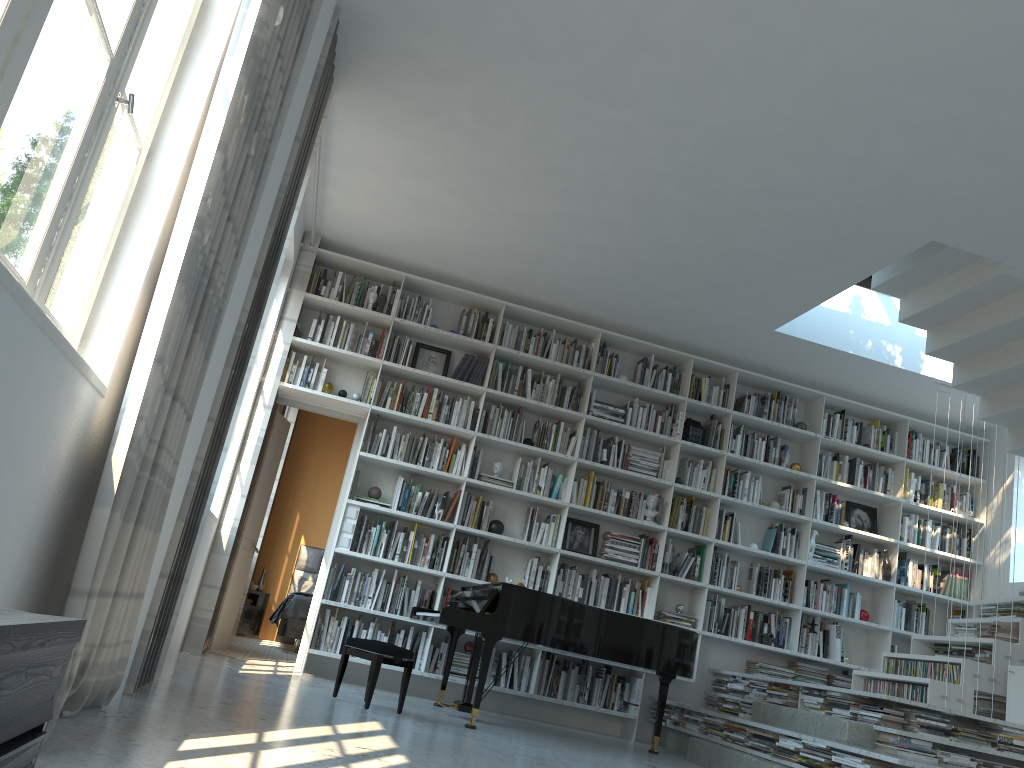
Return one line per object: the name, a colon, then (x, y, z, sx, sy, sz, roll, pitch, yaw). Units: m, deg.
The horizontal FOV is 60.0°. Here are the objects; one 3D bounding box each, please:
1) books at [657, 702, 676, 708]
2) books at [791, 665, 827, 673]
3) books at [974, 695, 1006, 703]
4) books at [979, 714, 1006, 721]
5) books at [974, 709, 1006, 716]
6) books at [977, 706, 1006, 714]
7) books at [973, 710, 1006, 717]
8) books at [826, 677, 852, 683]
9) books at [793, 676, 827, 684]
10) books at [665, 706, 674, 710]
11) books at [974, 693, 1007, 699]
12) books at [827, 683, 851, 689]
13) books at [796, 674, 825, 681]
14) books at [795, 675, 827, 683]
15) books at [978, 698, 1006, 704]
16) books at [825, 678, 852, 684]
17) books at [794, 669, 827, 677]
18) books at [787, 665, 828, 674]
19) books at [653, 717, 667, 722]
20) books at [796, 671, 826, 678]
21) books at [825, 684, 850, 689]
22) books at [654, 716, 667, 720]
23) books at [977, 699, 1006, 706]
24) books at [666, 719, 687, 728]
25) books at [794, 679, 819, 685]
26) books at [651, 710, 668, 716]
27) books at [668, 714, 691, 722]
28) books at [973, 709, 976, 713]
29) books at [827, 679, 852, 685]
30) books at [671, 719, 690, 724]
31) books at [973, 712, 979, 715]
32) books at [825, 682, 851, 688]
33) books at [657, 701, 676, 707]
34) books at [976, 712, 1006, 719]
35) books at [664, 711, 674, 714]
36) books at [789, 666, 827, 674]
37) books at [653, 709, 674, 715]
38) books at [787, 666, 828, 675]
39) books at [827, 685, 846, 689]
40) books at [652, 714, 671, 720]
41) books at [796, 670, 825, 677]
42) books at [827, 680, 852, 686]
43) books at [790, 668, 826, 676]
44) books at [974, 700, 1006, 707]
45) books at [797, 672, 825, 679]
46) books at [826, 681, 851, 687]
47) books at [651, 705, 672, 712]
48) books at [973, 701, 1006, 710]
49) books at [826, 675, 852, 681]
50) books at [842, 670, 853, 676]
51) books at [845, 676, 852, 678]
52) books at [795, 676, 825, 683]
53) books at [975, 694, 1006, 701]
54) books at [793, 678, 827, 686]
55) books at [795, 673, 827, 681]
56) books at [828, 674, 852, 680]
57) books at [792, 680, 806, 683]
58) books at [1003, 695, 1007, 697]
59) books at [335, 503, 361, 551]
books: (1.245, 2.505, 6.888, 0.158, 0.014, 0.235, 16, -17, -12)
books: (2.451, 2.359, 7.348, 0.254, 0.005, 0.161, 17, -17, -15)
books: (3.818, 2.493, 6.985, 0.286, 0.017, 0.171, 15, -17, -11)
books: (3.783, 2.624, 6.934, 0.179, 0.029, 0.153, 16, -17, -14)
books: (3.789, 2.585, 6.958, 0.233, 0.015, 0.170, 14, -17, -5)
books: (3.795, 2.563, 6.954, 0.204, 0.028, 0.163, 15, -17, -8)
books: (3.786, 2.595, 6.955, 0.262, 0.006, 0.185, 15, -17, -9)
books: (2.794, 2.488, 7.411, 0.328, 0.008, 0.208, 14, -17, -8)
books: (2.433, 2.443, 7.326, 0.285, 0.007, 0.160, 16, -17, -14)
books: (1.255, 2.524, 6.886, 0.133, 0.017, 0.231, 15, -17, -9)
books: (3.822, 2.467, 6.997, 0.290, 0.014, 0.174, 15, -17, -8)
books: (2.785, 2.533, 7.401, 0.328, 0.008, 0.208, 15, -17, -9)
books: (2.435, 2.426, 7.338, 0.254, 0.007, 0.161, 15, -17, -9)
books: (2.436, 2.430, 7.327, 0.285, 0.007, 0.160, 17, -17, -15)
books: (3.817, 2.504, 6.977, 0.210, 0.009, 0.160, 15, -17, -9)
books: (2.795, 2.495, 7.400, 0.328, 0.008, 0.208, 14, -17, -5)
books: (2.440, 2.391, 7.348, 0.285, 0.005, 0.160, 15, -17, -9)
books: (2.449, 2.365, 7.351, 0.285, 0.005, 0.160, 16, -17, -13)
books: (1.220, 2.610, 6.856, 0.172, 0.015, 0.242, 15, -17, -10)
books: (2.438, 2.401, 7.342, 0.285, 0.005, 0.160, 16, -17, -12)
books: (2.783, 2.540, 7.399, 0.368, 0.007, 0.206, 15, -17, -9)
books: (1.221, 2.598, 6.859, 0.155, 0.009, 0.233, 17, -17, -15)
books: (3.813, 2.516, 6.978, 0.212, 0.014, 0.169, 15, -17, -9)
books: (1.282, 2.532, 6.579, 0.189, 0.029, 0.238, 15, -17, -10)
books: (2.429, 2.463, 7.320, 0.254, 0.007, 0.161, 16, -17, -14)
books: (1.217, 2.562, 6.867, 0.177, 0.012, 0.279, 16, -17, -14)
books: (1.282, 2.492, 6.589, 0.191, 0.028, 0.213, 14, -17, -6)
books: (3.796, 2.649, 7.140, 0.185, 0.027, 0.161, 14, -17, -8)
books: (2.791, 2.504, 7.409, 0.368, 0.007, 0.206, 15, -17, -11)
books: (1.298, 2.516, 6.587, 0.147, 0.012, 0.206, 17, -17, -15)
books: (3.791, 2.670, 7.137, 0.254, 0.015, 0.159, 16, -17, -13)
books: (2.787, 2.524, 7.397, 0.368, 0.007, 0.206, 14, -17, -7)
books: (1.241, 2.493, 6.889, 0.157, 0.007, 0.269, 14, -17, -5)
books: (3.787, 2.603, 6.940, 0.232, 0.017, 0.163, 15, -17, -10)
books: (1.246, 2.549, 6.878, 0.136, 0.013, 0.258, 16, -17, -12)
books: (2.449, 2.370, 7.347, 0.254, 0.005, 0.161, 14, -17, -6)
books: (1.222, 2.553, 6.870, 0.188, 0.009, 0.211, 15, -17, -11)
books: (2.445, 2.374, 7.345, 0.285, 0.005, 0.160, 16, -17, -14)
books: (2.783, 2.546, 7.394, 0.328, 0.008, 0.208, 16, -17, -12)
books: (1.214, 2.586, 6.861, 0.179, 0.012, 0.262, 14, -17, -7)
books: (2.439, 2.396, 7.346, 0.254, 0.005, 0.161, 15, -17, -11)
books: (2.790, 2.511, 7.404, 0.328, 0.008, 0.208, 14, -17, -8)
books: (2.441, 2.386, 7.349, 0.285, 0.005, 0.160, 15, -17, -11)
books: (3.808, 2.529, 6.987, 0.249, 0.006, 0.189, 16, -17, -12)
books: (2.436, 2.407, 7.345, 0.254, 0.005, 0.161, 15, -17, -10)
books: (2.789, 2.517, 7.399, 0.328, 0.008, 0.208, 16, -17, -13)
books: (1.219, 2.529, 6.876, 0.191, 0.013, 0.244, 16, -17, -14)
books: (3.799, 2.539, 6.971, 0.254, 0.027, 0.188, 15, -17, -10)
books: (2.799, 2.472, 7.406, 0.368, 0.007, 0.206, 17, -17, -15)
books: (2.930, 2.439, 7.415, 0.204, 0.035, 0.267, 15, -17, -9)
books: (2.939, 2.470, 7.410, 0.159, 0.012, 0.286, 16, -17, -14)
books: (2.432, 2.439, 7.334, 0.254, 0.007, 0.161, 15, -17, -9)
books: (3.818, 2.482, 7.000, 0.215, 0.013, 0.189, 16, -17, -12)
books: (2.430, 2.457, 7.327, 0.285, 0.007, 0.160, 14, -17, -8)
books: (2.437, 2.419, 7.340, 0.285, 0.007, 0.160, 15, -17, -9)
books: (2.799, 2.467, 7.417, 0.368, 0.007, 0.206, 14, -17, -8)
books: (2.428, 2.469, 7.316, 0.285, 0.007, 0.160, 14, -17, -5)
books: (3.829, 2.449, 6.986, 0.240, 0.016, 0.150, 15, -17, -10)
books: (-1.244, 1.089, 6.683, 0.106, 0.339, 0.307, 15, -16, -10)
